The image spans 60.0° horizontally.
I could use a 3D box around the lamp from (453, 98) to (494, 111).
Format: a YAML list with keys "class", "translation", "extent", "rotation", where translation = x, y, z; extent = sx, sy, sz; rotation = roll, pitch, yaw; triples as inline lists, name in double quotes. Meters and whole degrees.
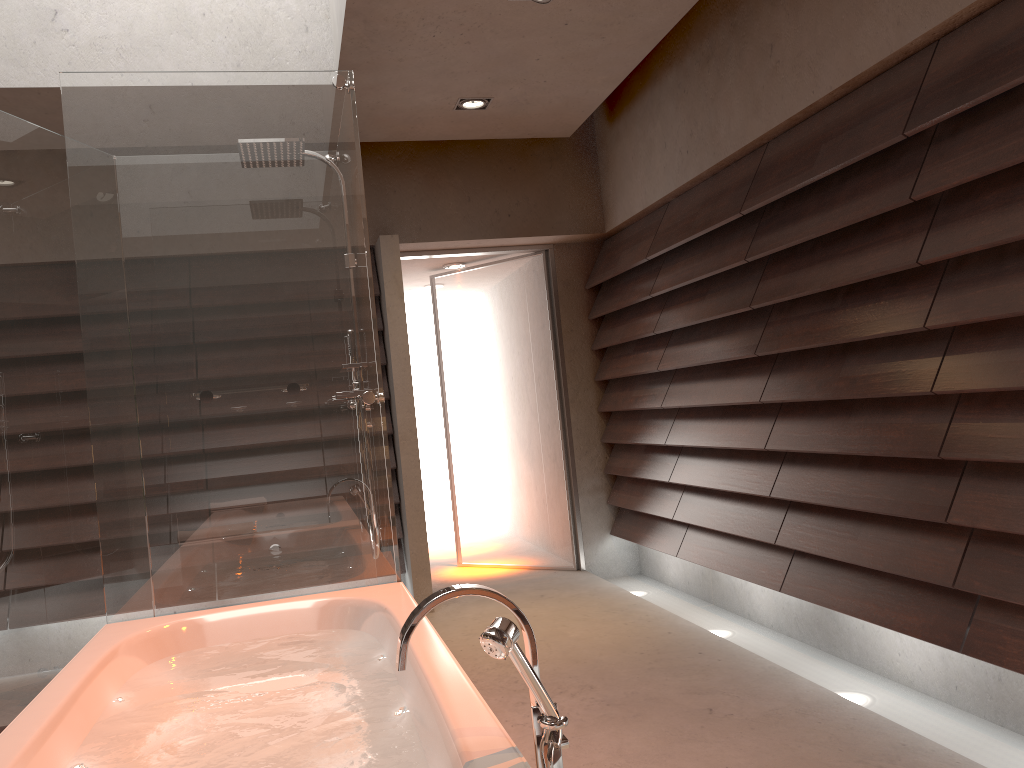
- class: "lamp"
  translation: [-0.189, -1.368, 4.266]
  extent: [0.170, 0.051, 0.165]
  rotation: [-5, -1, -14]

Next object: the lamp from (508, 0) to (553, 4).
- class: "lamp"
  translation: [0.084, -1.416, 3.153]
  extent: [0.170, 0.110, 0.165]
  rotation: [-5, -1, -14]

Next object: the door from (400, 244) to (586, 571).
- class: "door"
  translation: [-0.228, 0.200, 5.660]
  extent: [1.007, 2.000, 0.779]
  rotation: [-5, -1, -14]

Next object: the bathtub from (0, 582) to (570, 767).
- class: "bathtub"
  translation: [-0.499, 0.754, 1.828]
  extent: [0.994, 0.761, 2.000]
  rotation: [-5, -1, -14]
